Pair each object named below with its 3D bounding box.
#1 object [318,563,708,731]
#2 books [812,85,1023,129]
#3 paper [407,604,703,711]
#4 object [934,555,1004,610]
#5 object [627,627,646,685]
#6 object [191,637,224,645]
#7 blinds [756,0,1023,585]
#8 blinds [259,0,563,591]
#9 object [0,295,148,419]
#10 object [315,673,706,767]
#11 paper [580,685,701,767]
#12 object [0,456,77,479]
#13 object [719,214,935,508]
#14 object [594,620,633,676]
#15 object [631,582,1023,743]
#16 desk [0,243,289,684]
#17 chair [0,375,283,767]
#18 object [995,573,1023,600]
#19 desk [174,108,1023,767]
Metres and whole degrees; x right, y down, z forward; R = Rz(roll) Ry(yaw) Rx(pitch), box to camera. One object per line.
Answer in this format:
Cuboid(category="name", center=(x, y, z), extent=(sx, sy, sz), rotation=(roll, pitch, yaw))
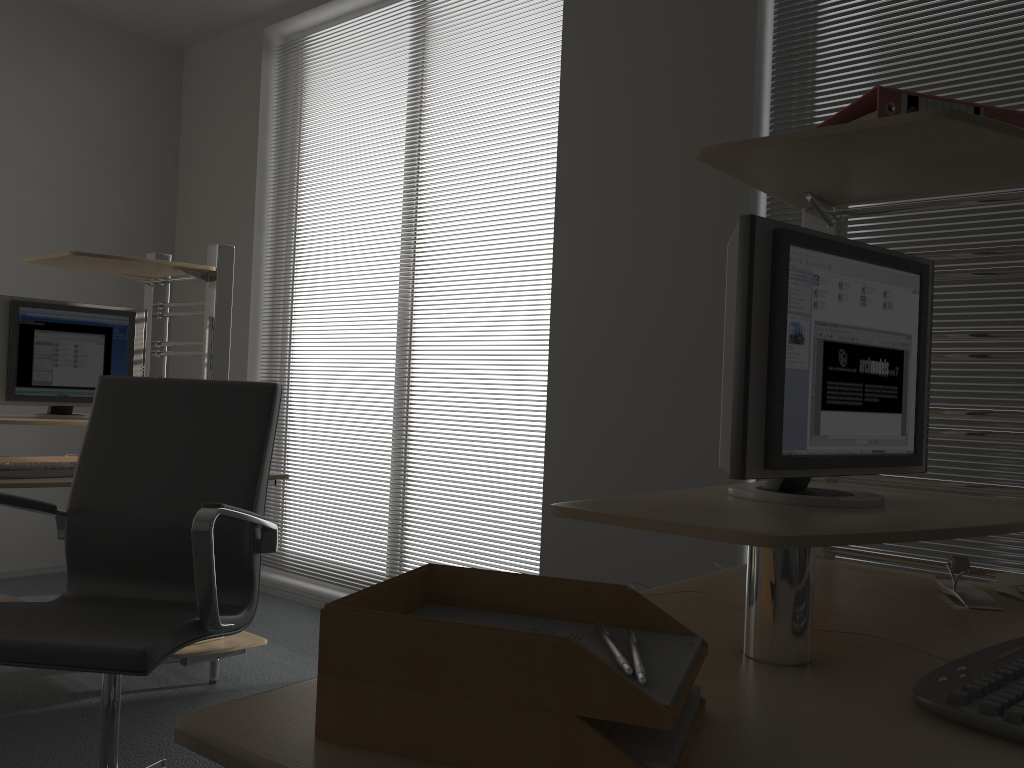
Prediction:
Cuboid(category="object", center=(0.014, 0.231, 0.829), extent=(0.309, 0.060, 0.225), rotation=(2, -1, 19))
Cuboid(category="books", center=(0.682, -0.424, 1.550), extent=(0.320, 0.072, 0.262), rotation=(3, -1, -18))
Cuboid(category="paper", center=(0.014, 0.248, 0.828), extent=(0.297, 0.010, 0.210), rotation=(2, -1, 19))
Cuboid(category="object", center=(0.760, 0.326, 1.479), extent=(0.054, 0.064, 0.159), rotation=(2, -1, 7))
Cuboid(category="object", center=(0.111, 0.243, 0.794), extent=(0.008, 0.009, 0.159), rotation=(2, -1, 4))
Cuboid(category="object", center=(-1.234, 0.681, 3.202), extent=(0.471, 0.422, 0.199), rotation=(2, -1, 40))
Cuboid(category="blinds", center=(1.579, -0.338, 2.291), extent=(1.950, 2.770, 0.022), rotation=(2, -1, 40))
Cuboid(category="blinds", center=(-0.565, -0.405, 4.093), extent=(1.950, 2.749, 0.037), rotation=(2, -1, 40))
Cuboid(category="object", center=(-1.623, -0.086, 3.250), extent=(0.516, 0.418, 0.245), rotation=(3, -1, -35))
Cuboid(category="object", center=(0.012, 0.287, 0.828), extent=(0.309, 0.060, 0.225), rotation=(2, -1, 19))
Cuboid(category="paper", center=(0.012, 0.299, 0.827), extent=(0.297, 0.019, 0.210), rotation=(2, -1, 19))
Cuboid(category="object", center=(-1.635, 0.289, 2.988), extent=(0.478, 0.082, 0.814), rotation=(3, -1, -42))
Cuboid(category="object", center=(0.499, -0.021, 1.468), extent=(0.516, 0.418, 0.245), rotation=(3, -1, -28))
Cuboid(category="object", center=(0.092, 0.242, 0.817), extent=(0.008, 0.009, 0.159), rotation=(3, -1, -5))
Cuboid(category="object", center=(0.466, 0.353, 1.171), extent=(0.478, 0.082, 0.814), rotation=(3, -1, -42))
Cuboid(category="desk", center=(-1.613, 0.227, 2.855), extent=(0.967, 1.566, 1.469), rotation=(2, -1, 40))
Cuboid(category="chair", center=(-0.891, 0.504, 2.007), extent=(0.584, 1.048, 0.652), rotation=(2, -1, 6))
Cuboid(category="object", center=(0.865, 0.341, 1.487), extent=(0.022, 0.042, 0.134), rotation=(3, -1, -8))
Cuboid(category="desk", center=(0.525, 0.293, 1.057), extent=(0.967, 1.566, 1.469), rotation=(2, -1, 40))
